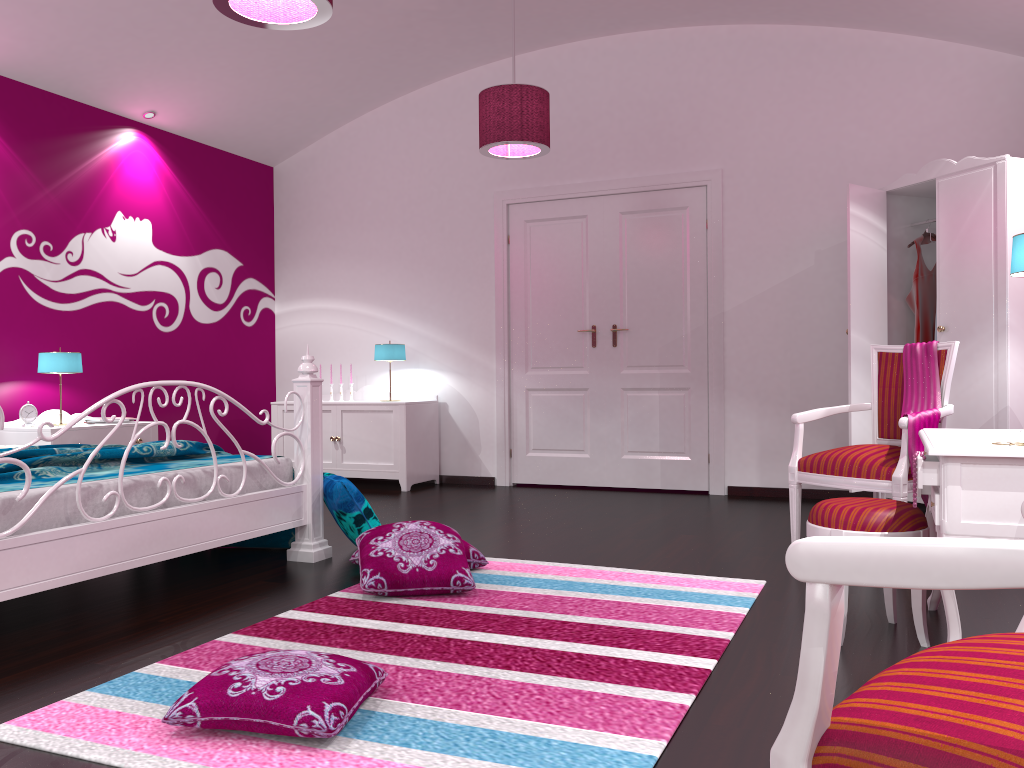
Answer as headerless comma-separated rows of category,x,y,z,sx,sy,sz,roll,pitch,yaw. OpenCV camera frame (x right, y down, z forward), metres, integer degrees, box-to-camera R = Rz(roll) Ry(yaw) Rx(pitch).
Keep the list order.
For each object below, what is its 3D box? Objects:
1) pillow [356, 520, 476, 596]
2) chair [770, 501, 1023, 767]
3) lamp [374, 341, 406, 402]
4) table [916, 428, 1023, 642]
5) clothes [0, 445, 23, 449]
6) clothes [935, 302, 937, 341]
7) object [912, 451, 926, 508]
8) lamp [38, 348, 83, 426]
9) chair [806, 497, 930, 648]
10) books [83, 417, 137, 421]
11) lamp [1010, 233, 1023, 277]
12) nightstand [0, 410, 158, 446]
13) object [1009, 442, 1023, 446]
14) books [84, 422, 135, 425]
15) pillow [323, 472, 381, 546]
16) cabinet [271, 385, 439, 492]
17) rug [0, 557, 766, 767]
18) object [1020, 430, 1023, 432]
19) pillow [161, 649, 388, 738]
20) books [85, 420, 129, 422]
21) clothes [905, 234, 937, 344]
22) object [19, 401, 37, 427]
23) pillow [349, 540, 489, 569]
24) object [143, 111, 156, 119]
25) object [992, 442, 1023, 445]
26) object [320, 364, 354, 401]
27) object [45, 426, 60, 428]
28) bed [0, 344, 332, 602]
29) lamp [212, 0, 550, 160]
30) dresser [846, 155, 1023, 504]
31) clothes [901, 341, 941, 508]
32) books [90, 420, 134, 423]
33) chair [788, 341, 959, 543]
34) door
pillow,-0.362,0.630,3.244,0.425,0.224,0.391,-1,0,-8
chair,0.601,0.304,0.843,0.528,0.901,0.511,-1,0,-37
lamp,-0.878,-0.093,6.394,0.229,0.438,0.229,-1,0,-22
table,1.405,0.445,2.458,0.526,0.592,0.856,0,0,23
clothes,-2.331,0.455,3.968,0.553,0.376,1.036,0,0,18
clothes,2.425,-0.247,4.839,0.191,1.199,0.180,-1,0,-43
object,1.044,0.246,2.273,0.032,0.143,0.063,0,0,23
lamp,-2.553,0.014,5.015,0.229,0.438,0.229,-1,0,-22
chair,1.053,0.546,2.631,0.337,0.390,0.337,0,0,20
books,-2.373,0.208,5.243,0.221,0.012,0.300,-1,0,-43
lamp,2.134,0.050,3.485,0.303,1.352,0.303,-1,0,-22
nightstand,-2.455,0.455,5.068,0.455,0.616,0.742,0,0,23
object,1.257,0.148,2.167,0.073,0.006,0.073,-1,0,-14
books,-2.378,0.227,5.236,0.220,0.007,0.300,-1,0,-37
pillow,-0.703,0.575,3.911,0.264,0.357,0.402,-1,0,-26
cabinet,-1.165,0.376,6.539,1.142,0.734,0.506,0,0,23
rug,-0.107,0.748,2.618,1.400,0.018,2.100,0,0,23
object,1.557,0.143,2.696,0.020,0.005,0.022,-1,0,-26
pillow,-0.525,0.694,2.033,0.401,0.107,0.419,-1,0,9
books,-2.386,0.213,5.223,0.220,0.007,0.300,-1,0,-28
clothes,2.330,-0.234,5.010,0.315,1.237,0.173,-1,0,-19
object,-2.649,0.165,4.857,0.033,0.140,0.106,0,0,26
pillow,-0.377,0.672,3.547,0.400,0.142,0.429,-1,0,-42
object,-2.397,-1.784,5.850,0.085,0.058,0.080,0,0,23
object,1.241,0.149,2.218,0.073,0.003,0.073,0,0,34
object,-1.314,-0.013,6.615,0.285,0.284,0.043,0,0,12
object,-2.467,0.230,4.762,0.073,0.006,0.073,-1,0,-14
bed,-2.216,0.197,3.467,2.317,1.143,2.167,0,0,23
lamp,-0.385,-1.794,3.792,0.377,1.129,2.377,0,0,23
dresser,2.311,-0.228,4.680,0.875,1.893,0.842,-1,0,-22
clothes,1.608,0.214,3.475,0.162,0.777,0.601,0,0,27
books,-2.379,0.220,5.248,0.220,0.007,0.300,-1,0,-31
chair,1.475,0.282,3.565,0.511,0.901,0.528,-1,0,-32
door,0.633,-0.293,6.091,1.405,2.001,0.098,0,0,23
